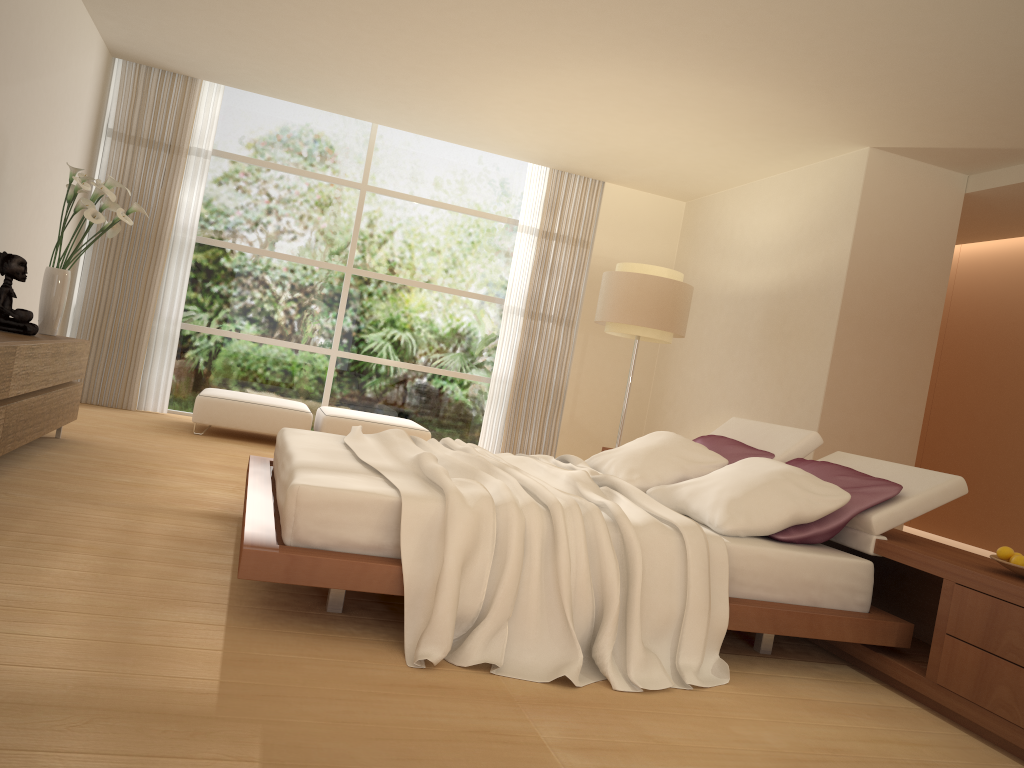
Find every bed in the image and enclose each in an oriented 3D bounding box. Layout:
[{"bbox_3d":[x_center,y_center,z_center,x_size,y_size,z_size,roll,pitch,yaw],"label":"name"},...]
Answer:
[{"bbox_3d":[0.095,0.633,4.062,2.535,0.570,2.599,10,0,-16],"label":"bed"}]

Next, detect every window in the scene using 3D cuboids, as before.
[{"bbox_3d":[-1.639,-1.142,8.902,4.781,3.371,0.071,10,0,-16],"label":"window"}]

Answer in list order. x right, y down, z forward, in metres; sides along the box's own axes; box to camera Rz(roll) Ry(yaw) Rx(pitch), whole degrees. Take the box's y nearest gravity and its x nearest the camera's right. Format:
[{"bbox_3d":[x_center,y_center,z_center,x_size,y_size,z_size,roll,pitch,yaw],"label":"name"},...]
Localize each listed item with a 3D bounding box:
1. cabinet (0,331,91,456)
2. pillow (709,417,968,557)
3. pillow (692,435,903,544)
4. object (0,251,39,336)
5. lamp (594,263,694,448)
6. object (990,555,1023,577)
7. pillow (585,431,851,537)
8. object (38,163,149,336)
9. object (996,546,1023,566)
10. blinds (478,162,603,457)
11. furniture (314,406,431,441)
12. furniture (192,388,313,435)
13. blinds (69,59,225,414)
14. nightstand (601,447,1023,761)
[{"bbox_3d":[-2.618,0.096,4.013,0.588,0.662,3.713,10,0,-16],"label":"cabinet"},{"bbox_3d":[1.438,0.454,4.493,0.461,0.457,1.779,10,0,-17],"label":"pillow"},{"bbox_3d":[1.117,0.470,4.393,0.575,0.369,1.683,10,0,-16],"label":"pillow"},{"bbox_3d":[-2.858,-0.522,5.108,0.282,0.453,0.181,10,0,-16],"label":"object"},{"bbox_3d":[0.988,0.030,7.491,0.817,2.018,0.817,10,0,27],"label":"lamp"},{"bbox_3d":[1.887,0.678,3.161,0.337,0.053,0.337,10,0,-3],"label":"object"},{"bbox_3d":[0.861,0.439,4.311,0.561,0.339,1.720,10,0,-16],"label":"pillow"},{"bbox_3d":[-2.706,-0.823,5.648,0.608,1.085,0.515,11,1,32],"label":"object"},{"bbox_3d":[1.882,0.649,3.175,0.259,0.084,0.230,11,1,44],"label":"object"},{"bbox_3d":[0.315,-0.783,9.159,0.814,3.351,0.202,10,0,-17],"label":"blinds"},{"bbox_3d":[-1.296,0.462,8.087,0.965,0.346,0.964,10,0,-16],"label":"furniture"},{"bbox_3d":[-2.275,0.287,7.798,0.965,0.346,0.964,10,0,-16],"label":"furniture"},{"bbox_3d":[-3.370,-1.439,8.124,0.950,3.352,0.211,10,0,-18],"label":"blinds"},{"bbox_3d":[1.417,0.883,4.510,0.493,0.539,4.220,10,0,-16],"label":"nightstand"}]
